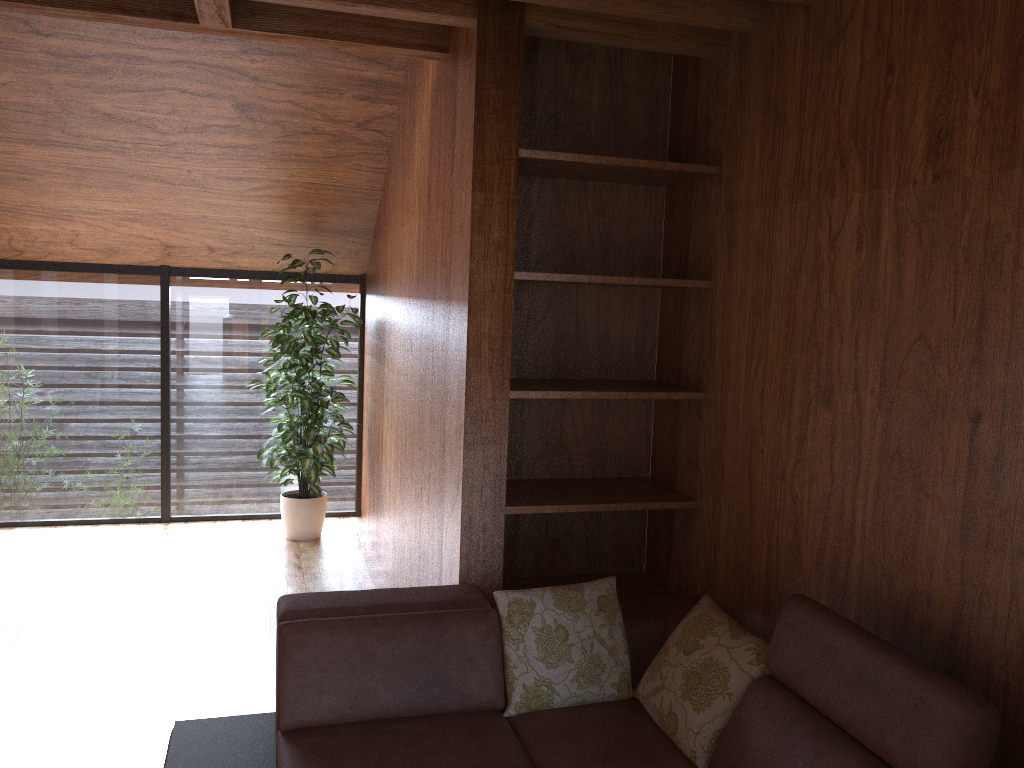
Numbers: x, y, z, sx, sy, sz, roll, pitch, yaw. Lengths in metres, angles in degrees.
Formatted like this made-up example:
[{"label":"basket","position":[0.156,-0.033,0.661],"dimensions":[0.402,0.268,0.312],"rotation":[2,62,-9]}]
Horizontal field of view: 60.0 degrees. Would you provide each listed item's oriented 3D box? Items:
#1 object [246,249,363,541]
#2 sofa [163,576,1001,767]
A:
[{"label":"object","position":[-1.182,0.064,5.140],"dimensions":[0.639,1.691,0.676],"rotation":[1,6,-8]},{"label":"sofa","position":[0.154,0.933,1.636],"dimensions":[1.707,0.760,2.492],"rotation":[1,6,-16]}]
